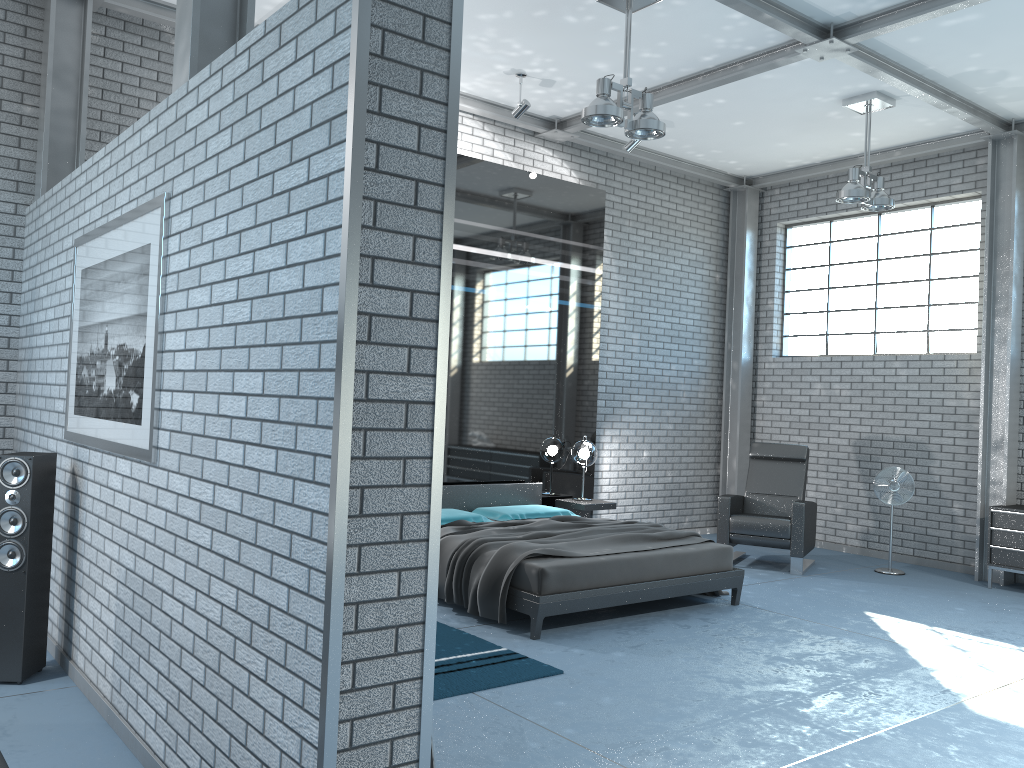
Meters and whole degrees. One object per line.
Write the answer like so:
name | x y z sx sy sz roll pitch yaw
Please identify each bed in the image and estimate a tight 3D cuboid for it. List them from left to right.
bed | 0.282 1.208 6.686 2.290 0.674 2.261 3 -1 -38

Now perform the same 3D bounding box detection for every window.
window | 3.751 -1.022 9.100 0.100 1.500 2.200 3 -1 -38

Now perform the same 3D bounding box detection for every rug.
rug | -0.723 1.457 5.104 0.886 0.012 2.060 3 -1 -38

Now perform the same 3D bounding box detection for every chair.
chair | 2.386 1.104 8.191 0.763 1.099 0.940 2 -1 27

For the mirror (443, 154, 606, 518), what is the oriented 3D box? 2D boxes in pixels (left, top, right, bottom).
mirror | -0.503 -0.231 7.653 3.400 3.500 0.050 3 -1 -38

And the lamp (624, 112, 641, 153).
lamp | 1.072 -2.241 7.914 0.161 0.343 0.137 2 -1 22

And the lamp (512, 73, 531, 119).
lamp | 0.059 -2.306 7.119 0.167 0.332 0.137 1 -2 42

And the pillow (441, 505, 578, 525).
pillow | -0.274 1.082 7.275 1.810 0.115 0.567 3 -1 -38

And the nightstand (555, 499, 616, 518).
nightstand | 0.672 1.331 8.180 0.400 0.501 0.400 3 -1 -38

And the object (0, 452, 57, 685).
object | -2.297 0.850 4.154 0.159 1.045 0.254 2 -1 -3

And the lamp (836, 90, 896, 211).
lamp | 2.924 -1.910 7.300 0.639 0.872 0.300 3 -1 -38

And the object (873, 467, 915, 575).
object | 3.408 1.215 7.963 0.342 0.954 0.258 2 -1 18

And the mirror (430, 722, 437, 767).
mirror | -0.433 0.934 2.743 0.165 0.978 0.674 3 -1 -38

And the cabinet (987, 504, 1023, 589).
cabinet | 4.875 1.388 6.695 0.510 0.682 2.250 3 -1 -38

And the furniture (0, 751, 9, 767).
furniture | -1.517 1.163 2.091 0.685 0.301 1.291 3 -1 -38

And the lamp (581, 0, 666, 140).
lamp | 0.723 -2.039 5.575 0.639 0.872 0.300 3 -1 -38

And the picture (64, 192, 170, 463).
picture | -1.769 -0.217 3.897 0.020 1.015 1.490 3 -1 -38

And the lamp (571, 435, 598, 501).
lamp | 0.672 0.777 8.266 0.259 0.596 0.250 3 -1 -30
